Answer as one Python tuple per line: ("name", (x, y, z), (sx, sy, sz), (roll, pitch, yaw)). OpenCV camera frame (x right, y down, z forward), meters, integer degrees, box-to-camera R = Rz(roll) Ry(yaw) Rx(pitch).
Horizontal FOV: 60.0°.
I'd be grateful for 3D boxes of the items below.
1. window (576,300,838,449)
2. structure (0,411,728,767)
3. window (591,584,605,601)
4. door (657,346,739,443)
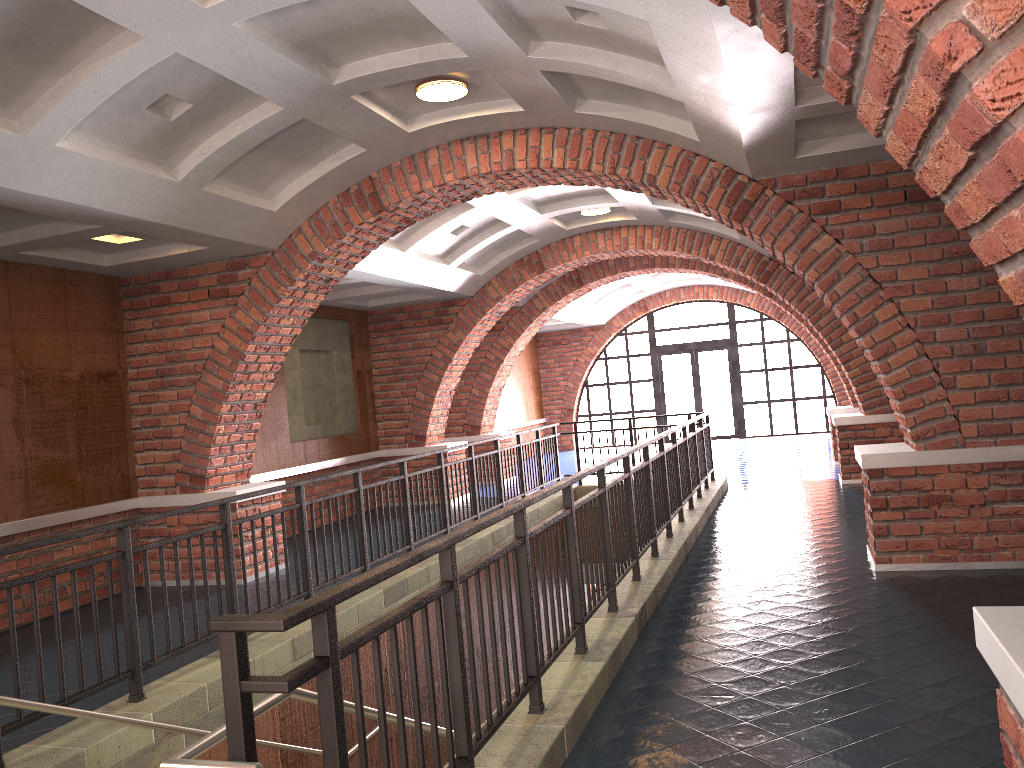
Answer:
("window", (4.495, -0.308, 21.446), (6.353, 3.471, 0.100), (-5, -1, 18))
("structure", (0.349, 3.381, 7.568), (2.464, 5.665, 11.177), (-5, -1, 18))
("window", (4.882, 4.073, 21.390), (6.353, 3.471, 0.100), (-5, -1, 18))
("door", (4.497, 0.263, 21.461), (1.754, 2.236, 0.040), (-5, -1, 18))
